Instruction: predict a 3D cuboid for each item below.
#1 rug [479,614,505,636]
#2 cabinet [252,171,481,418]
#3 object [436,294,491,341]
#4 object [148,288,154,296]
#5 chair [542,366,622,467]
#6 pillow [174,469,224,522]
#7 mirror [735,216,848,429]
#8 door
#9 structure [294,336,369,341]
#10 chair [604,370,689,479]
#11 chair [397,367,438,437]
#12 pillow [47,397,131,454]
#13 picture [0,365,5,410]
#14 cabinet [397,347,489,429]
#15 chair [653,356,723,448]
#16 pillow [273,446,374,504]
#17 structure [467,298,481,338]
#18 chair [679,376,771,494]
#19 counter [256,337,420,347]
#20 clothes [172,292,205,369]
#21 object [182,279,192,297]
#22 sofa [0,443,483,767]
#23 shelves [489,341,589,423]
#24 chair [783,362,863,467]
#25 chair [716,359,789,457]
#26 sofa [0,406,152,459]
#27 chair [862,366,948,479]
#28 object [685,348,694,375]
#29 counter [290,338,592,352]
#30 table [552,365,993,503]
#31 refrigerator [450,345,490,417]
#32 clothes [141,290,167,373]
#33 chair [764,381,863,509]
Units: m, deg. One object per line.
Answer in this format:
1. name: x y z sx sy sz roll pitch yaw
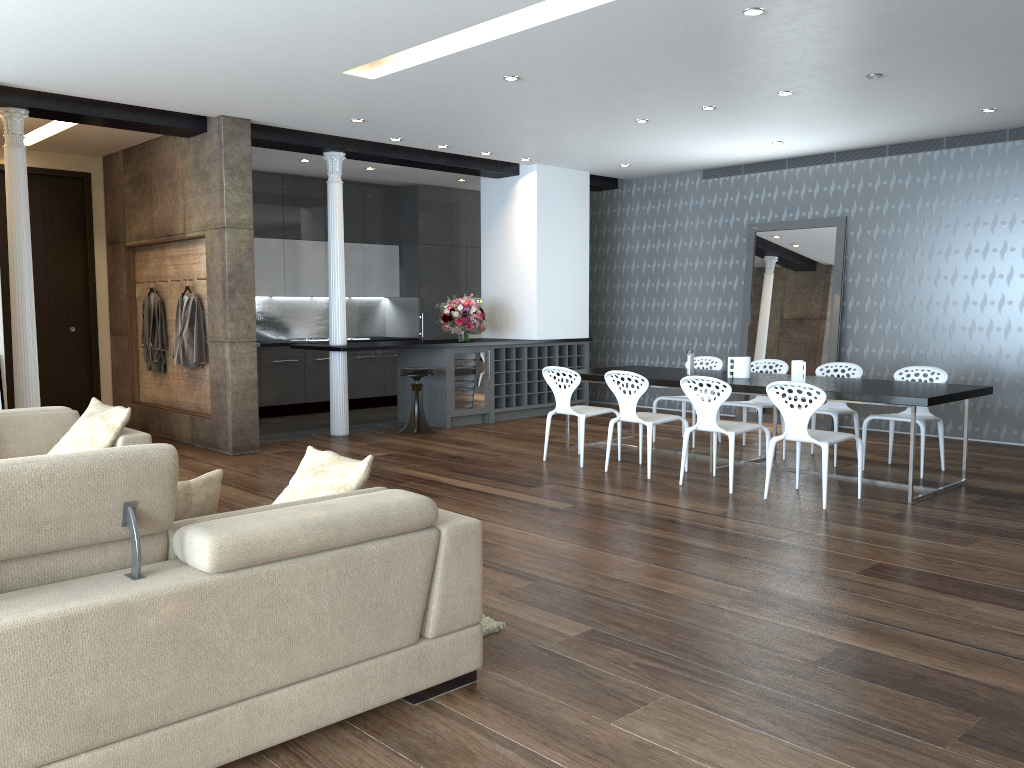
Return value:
1. rug: -2.589 1.046 3.308 4.231 0.020 2.972 -5 7 -43
2. cabinet: -1.448 -1.247 12.462 7.409 2.980 0.827 -5 7 -43
3. object: -0.560 -0.771 10.254 0.544 0.552 0.570 -4 6 -37
4. object: -3.732 -0.957 9.189 0.010 0.219 0.430 -5 7 -43
5. chair: 0.568 0.252 7.610 0.581 0.835 0.495 -5 7 -43
6. pillow: -1.181 0.493 2.764 0.534 0.439 0.301 -4 6 -40
7. mirror: 3.123 -0.693 10.007 0.240 2.294 1.200 -5 7 -43
8. door: -5.076 -0.895 9.599 1.037 2.814 0.246 -5 7 -43
9. structure: -2.370 -0.575 11.599 0.900 0.066 0.520 -5 7 -43
10. chair: 1.047 0.295 7.100 0.581 0.835 0.495 -5 7 -43
11. chair: 0.695 0.551 6.434 16.134 0.952 21.556 -5 7 -43
12. pillow: -2.509 0.301 5.267 0.518 0.393 0.395 4 7 43
13. picture: -4.025 0.297 6.367 0.700 0.988 0.195 -5 7 -43
14. cabinet: -0.795 -0.003 10.233 0.642 0.897 0.900 -5 7 -43
15. chair: 1.753 0.155 8.689 0.581 0.835 0.495 -5 7 -43
16. pillow: -0.792 0.454 3.459 0.395 0.393 0.518 -4 6 -40
17. structure: -0.611 -0.976 13.127 0.595 0.596 0.591 -5 7 -43
18. chair: 1.547 0.341 6.560 0.581 0.835 0.495 -5 7 -43
19. counter: -2.837 -0.432 11.225 3.597 0.223 0.807 -5 7 -43
20. clothes: -3.137 -0.515 8.559 0.173 0.735 0.700 -5 7 -45
21. object: -3.120 -0.902 8.528 0.010 0.219 0.430 -5 7 -43
22. sofa: -1.375 0.637 2.611 2.581 0.950 1.021 -5 7 -43
23. shelves: 0.056 -0.075 11.034 1.700 0.897 0.900 -5 7 -43
24. chair: 2.718 0.241 7.672 0.581 0.835 0.495 -5 7 -43
25. chair: 2.235 0.198 8.181 0.581 0.835 0.495 -5 7 -43
26. sofa: -3.400 0.457 4.744 2.581 0.950 1.021 -5 7 -43
27. chair: 3.201 0.284 7.164 0.581 0.835 0.495 -5 7 -43
28. object: 1.545 -0.196 7.754 0.076 0.233 0.161 2 6 28
29. counter: -0.672 -0.480 10.309 3.700 0.040 1.000 -5 7 -43
30. table: 1.973 0.315 7.440 1.200 0.733 3.400 -5 7 -43
31. refrigerator: -0.477 -0.038 9.934 0.578 0.774 0.075 -4 6 -39
32. clothes: -3.747 -0.545 9.219 0.141 0.855 0.569 -5 7 -43
33. chair: 2.040 0.382 6.070 0.581 0.835 0.495 -5 7 -43
